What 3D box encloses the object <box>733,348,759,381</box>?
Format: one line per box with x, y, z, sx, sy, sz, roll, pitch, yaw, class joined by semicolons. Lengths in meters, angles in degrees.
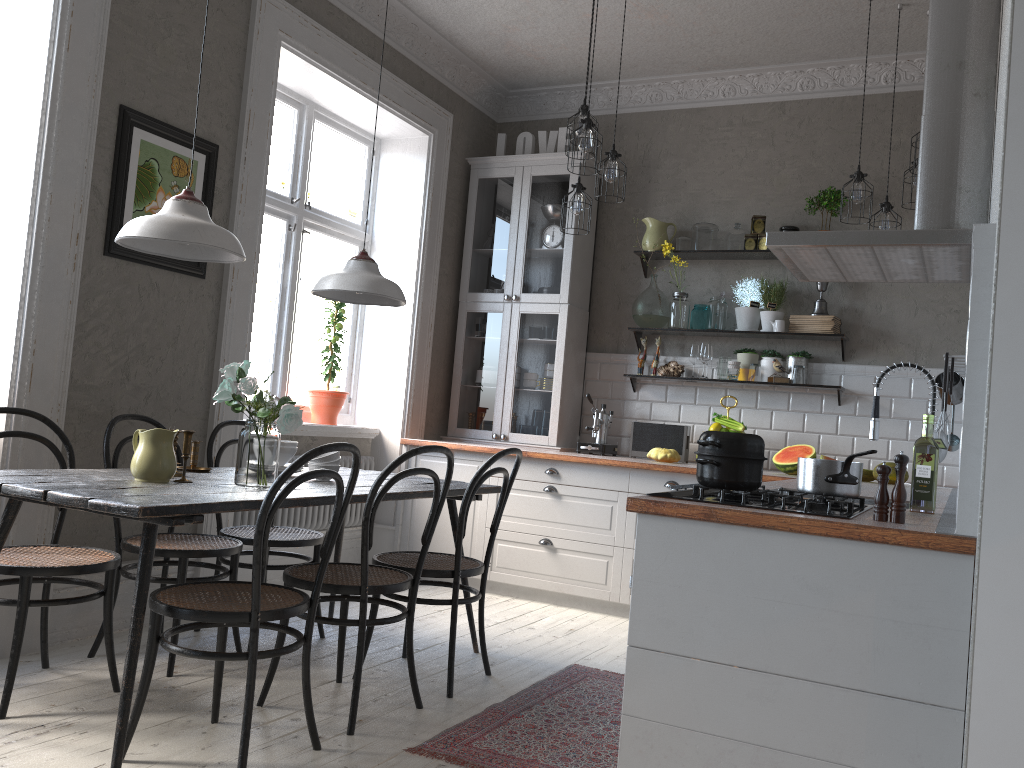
1.423;-0.119;5.408;0.156;0.217;0.156;5;-3;6;object

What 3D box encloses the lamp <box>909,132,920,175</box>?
2.107;-1.907;4.388;0.147;1.735;0.146;5;-3;-2;lamp

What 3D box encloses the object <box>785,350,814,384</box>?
1.714;-0.094;5.286;0.156;0.213;0.155;4;-3;24;object

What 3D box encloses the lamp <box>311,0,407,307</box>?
-0.535;-1.263;3.609;0.372;1.859;0.387;3;-3;34;lamp

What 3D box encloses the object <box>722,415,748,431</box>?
1.320;0.238;5.214;0.090;0.096;0.177;7;-3;-43;object

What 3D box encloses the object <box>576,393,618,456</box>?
0.522;0.254;5.489;0.202;0.370;0.359;4;-3;27;object

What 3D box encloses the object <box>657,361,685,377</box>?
0.993;-0.094;5.541;0.176;0.111;0.096;5;-3;3;object

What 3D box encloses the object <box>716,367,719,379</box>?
1.294;-0.060;5.456;0.076;0.083;0.079;2;-4;44;object

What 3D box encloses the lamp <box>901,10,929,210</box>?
2.138;-1.768;4.554;0.149;1.735;0.144;6;-3;-22;lamp

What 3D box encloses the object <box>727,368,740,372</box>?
1.327;-0.065;5.306;0.076;0.051;0.078;4;-3;19;object

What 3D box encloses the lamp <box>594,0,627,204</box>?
0.560;-1.780;4.450;0.145;1.735;0.148;4;-3;13;lamp

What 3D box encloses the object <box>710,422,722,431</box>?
1.185;0.257;5.151;0.080;0.069;0.058;7;-4;-44;object

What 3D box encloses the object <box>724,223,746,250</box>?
1.403;-0.898;5.534;0.141;0.220;0.138;6;-3;-14;object

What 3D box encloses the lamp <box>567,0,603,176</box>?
0.409;-1.856;4.174;0.148;1.735;0.145;6;-3;-17;lamp

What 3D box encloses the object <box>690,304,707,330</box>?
1.181;-0.408;5.544;0.124;0.172;0.128;3;-3;30;object

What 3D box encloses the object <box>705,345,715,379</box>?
1.211;-0.133;5.481;0.081;0.217;0.082;4;-3;12;object

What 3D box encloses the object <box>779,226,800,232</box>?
1.668;-0.861;5.342;0.139;0.174;0.144;4;-3;26;object

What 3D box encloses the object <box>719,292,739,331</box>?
1.343;-0.440;5.539;0.129;0.264;0.134;3;-3;32;object

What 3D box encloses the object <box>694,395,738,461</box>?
1.259;0.278;5.192;0.349;0.426;0.354;4;-3;12;object

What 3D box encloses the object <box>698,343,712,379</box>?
1.172;-0.140;5.399;0.081;0.217;0.082;4;-3;12;object

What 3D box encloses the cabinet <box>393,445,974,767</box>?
0.778;0.824;3.957;2.012;0.854;4.143;6;-3;-17;cabinet

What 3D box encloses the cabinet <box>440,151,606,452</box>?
0.082;-0.522;5.889;0.865;1.921;0.394;4;-3;26;cabinet

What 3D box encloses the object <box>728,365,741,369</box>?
1.329;-0.082;5.307;0.075;0.051;0.079;2;-4;45;object

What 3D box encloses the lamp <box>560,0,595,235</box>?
0.393;-1.632;4.520;0.147;1.735;0.146;5;-3;-7;lamp

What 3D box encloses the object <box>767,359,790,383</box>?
1.587;-0.074;5.237;0.119;0.147;0.100;5;-3;-6;object

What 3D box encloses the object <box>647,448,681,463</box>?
0.887;0.414;5.170;0.193;0.083;0.192;4;-3;27;object

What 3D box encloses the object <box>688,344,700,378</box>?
1.136;-0.138;5.522;0.081;0.217;0.082;4;-3;12;object

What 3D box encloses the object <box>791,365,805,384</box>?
1.673;-0.053;5.173;0.077;0.108;0.079;4;-3;20;object

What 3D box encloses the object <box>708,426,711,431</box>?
1.205;0.278;5.224;0.095;0.078;0.102;4;-3;13;object

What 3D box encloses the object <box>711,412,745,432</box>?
1.265;0.221;5.165;0.207;0.101;0.068;3;-3;32;object

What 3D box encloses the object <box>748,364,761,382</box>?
1.456;-0.066;5.307;0.077;0.108;0.079;4;-3;20;object

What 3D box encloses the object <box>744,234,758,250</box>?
1.458;-0.847;5.388;0.081;0.113;0.084;4;-3;26;object

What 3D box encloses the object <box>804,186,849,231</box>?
1.862;-0.963;5.205;0.246;0.397;0.255;7;-3;-39;object

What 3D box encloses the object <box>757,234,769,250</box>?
1.534;-0.842;5.347;0.081;0.113;0.084;3;-3;36;object

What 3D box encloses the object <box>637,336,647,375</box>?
0.833;-0.178;5.670;0.053;0.264;0.061;5;-3;-2;object

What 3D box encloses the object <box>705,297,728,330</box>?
1.251;-0.424;5.411;0.127;0.206;0.122;7;-3;-41;object

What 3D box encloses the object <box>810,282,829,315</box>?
1.824;-0.534;5.218;0.129;0.288;0.132;4;-3;11;object

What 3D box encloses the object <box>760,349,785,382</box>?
1.564;-0.105;5.349;0.150;0.214;0.170;7;-3;-34;object

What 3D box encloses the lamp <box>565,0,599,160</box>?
0.409;-1.979;4.364;0.145;1.735;0.148;4;-3;13;lamp

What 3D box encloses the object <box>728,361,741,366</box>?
1.331;-0.107;5.308;0.076;0.051;0.078;4;-3;12;object

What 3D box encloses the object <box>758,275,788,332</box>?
1.558;-0.490;5.313;0.186;0.380;0.168;6;-3;-13;object

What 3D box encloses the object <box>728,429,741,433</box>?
1.292;0.290;5.152;0.075;0.062;0.100;5;-3;0;object

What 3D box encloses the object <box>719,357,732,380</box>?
1.289;-0.092;5.376;0.079;0.139;0.079;5;-3;-1;object

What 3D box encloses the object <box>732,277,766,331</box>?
1.464;-0.482;5.416;0.239;0.354;0.239;2;-4;44;object

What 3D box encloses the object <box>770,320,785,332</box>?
1.575;-0.339;5.220;0.064;0.071;0.104;7;-3;-33;object

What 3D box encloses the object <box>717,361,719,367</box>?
1.297;-0.093;5.457;0.076;0.083;0.079;2;-4;44;object

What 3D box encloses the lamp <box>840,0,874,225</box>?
1.782;-1.673;4.444;0.149;1.735;0.144;7;-3;-32;lamp

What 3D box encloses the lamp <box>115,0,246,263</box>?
-0.947;-1.333;2.802;0.386;1.859;0.373;6;-3;-26;lamp

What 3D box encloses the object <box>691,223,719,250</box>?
1.199;-0.898;5.524;0.175;0.184;0.169;6;-3;-24;object

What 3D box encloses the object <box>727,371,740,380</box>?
1.326;-0.048;5.306;0.076;0.051;0.078;4;-3;19;object

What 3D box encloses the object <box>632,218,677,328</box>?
0.878;-0.686;5.601;0.335;0.674;0.336;5;-3;-5;object

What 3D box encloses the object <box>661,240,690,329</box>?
1.006;-0.612;5.483;0.189;0.540;0.284;4;-3;19;object

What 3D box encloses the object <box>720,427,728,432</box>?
1.227;0.283;5.145;0.062;0.061;0.068;4;-3;26;object

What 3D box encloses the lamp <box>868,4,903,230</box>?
1.947;-1.533;4.504;0.147;1.735;0.146;5;-3;-2;lamp

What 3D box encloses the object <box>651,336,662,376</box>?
0.919;-0.173;5.611;0.062;0.264;0.052;6;-3;-27;object

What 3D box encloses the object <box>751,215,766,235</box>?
1.492;-0.957;5.368;0.082;0.113;0.083;5;-3;6;object

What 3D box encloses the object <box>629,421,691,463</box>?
0.900;0.354;5.398;0.345;0.226;0.089;4;-3;26;object
